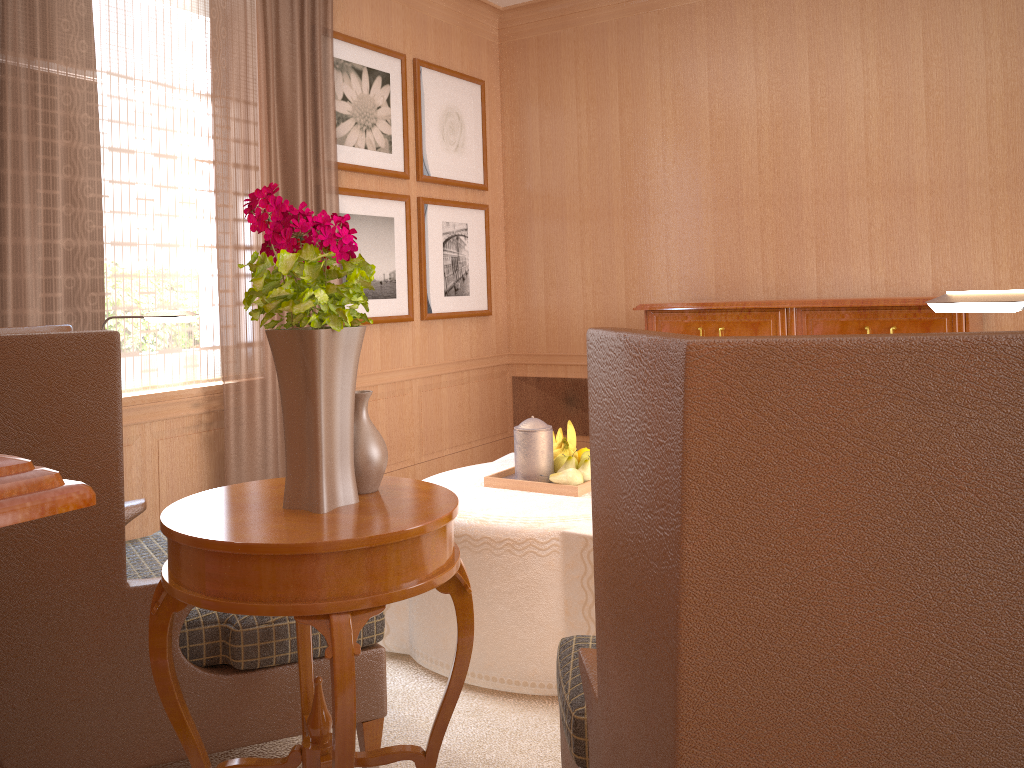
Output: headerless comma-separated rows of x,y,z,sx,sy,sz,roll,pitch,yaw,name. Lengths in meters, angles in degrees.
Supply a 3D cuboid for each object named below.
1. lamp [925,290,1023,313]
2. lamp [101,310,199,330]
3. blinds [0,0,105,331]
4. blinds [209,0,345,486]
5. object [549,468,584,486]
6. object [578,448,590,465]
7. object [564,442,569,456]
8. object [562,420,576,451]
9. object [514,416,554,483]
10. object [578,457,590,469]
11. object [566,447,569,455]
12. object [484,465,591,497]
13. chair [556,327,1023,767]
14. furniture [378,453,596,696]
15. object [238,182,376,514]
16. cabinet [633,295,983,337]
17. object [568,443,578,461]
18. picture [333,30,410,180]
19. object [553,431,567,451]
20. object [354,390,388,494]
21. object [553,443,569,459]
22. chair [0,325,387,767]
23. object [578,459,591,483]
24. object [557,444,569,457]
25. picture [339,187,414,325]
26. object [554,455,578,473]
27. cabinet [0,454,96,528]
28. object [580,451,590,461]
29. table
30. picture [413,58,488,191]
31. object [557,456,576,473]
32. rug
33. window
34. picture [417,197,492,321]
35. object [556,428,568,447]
1.594,0.751,2.445,0.629,2.035,0.563,-2,0,3,lamp
-1.992,0.609,4.890,0.630,2.030,0.563,-2,0,-6,lamp
-3.104,-0.758,5.197,0.266,4.809,1.430,-2,-1,34,blinds
-1.870,-1.010,7.165,0.266,4.798,1.449,-2,-1,31,blinds
0.322,0.554,5.064,0.195,0.128,0.133,-5,4,-38,object
0.474,0.483,5.757,0.114,0.134,0.107,-2,2,-11,object
0.337,0.441,5.671,0.062,0.199,0.387,-2,5,-3,object
0.378,0.347,5.683,0.071,0.169,0.406,-2,5,9,object
0.131,0.389,5.321,0.234,0.393,0.234,-2,1,-1,object
0.481,0.512,5.313,0.159,0.135,0.156,0,4,36,object
0.247,0.453,5.640,0.062,0.182,0.395,-2,4,-29,object
0.314,0.557,5.460,0.638,0.060,0.804,2,7,32,object
1.003,0.810,2.332,1.908,1.977,1.726,-2,2,7,chair
0.289,1.046,5.382,1.948,0.900,1.960,1,6,29,furniture
-0.672,-0.138,3.018,0.455,1.091,0.526,-2,0,31,object
2.649,0.228,7.707,2.763,1.946,1.421,1,2,32,cabinet
0.393,0.425,5.677,0.072,0.172,0.398,-2,5,8,object
-1.381,-2.591,8.238,0.047,1.250,1.255,-2,2,32,picture
0.268,0.378,5.692,0.091,0.128,0.410,-2,5,-9,object
-0.545,0.207,3.179,0.186,0.358,0.186,-2,1,-24,object
0.211,0.406,5.606,0.104,0.159,0.376,-3,5,-34,object
-1.775,0.716,4.059,1.724,1.976,1.910,-3,3,-33,chair
0.422,0.514,5.164,0.098,0.148,0.098,-2,1,-22,object
0.202,0.459,5.594,0.071,0.186,0.392,-2,3,-44,object
-1.337,-1.182,8.215,0.047,1.250,1.255,-2,2,32,picture
0.328,0.509,5.391,0.159,0.135,0.156,0,4,36,object
-1.942,1.079,1.029,2.763,1.946,1.421,1,2,32,cabinet
0.509,0.490,5.474,0.169,0.147,0.173,-2,3,-12,object
-0.662,1.095,2.996,1.037,1.374,0.928,0,2,40,table
-0.633,-2.740,9.428,0.047,1.250,1.255,-2,2,32,picture
0.326,0.524,5.231,0.130,0.197,0.130,-2,1,-22,object
0.957,1.645,3.894,7.949,0.020,6.026,2,7,32,rug
-2.950,-1.568,6.485,0.845,3.383,2.441,-2,1,32,window
-0.589,-1.331,9.405,0.047,1.250,1.255,-2,2,32,picture
0.313,0.396,5.672,0.065,0.172,0.378,-2,5,-1,object
